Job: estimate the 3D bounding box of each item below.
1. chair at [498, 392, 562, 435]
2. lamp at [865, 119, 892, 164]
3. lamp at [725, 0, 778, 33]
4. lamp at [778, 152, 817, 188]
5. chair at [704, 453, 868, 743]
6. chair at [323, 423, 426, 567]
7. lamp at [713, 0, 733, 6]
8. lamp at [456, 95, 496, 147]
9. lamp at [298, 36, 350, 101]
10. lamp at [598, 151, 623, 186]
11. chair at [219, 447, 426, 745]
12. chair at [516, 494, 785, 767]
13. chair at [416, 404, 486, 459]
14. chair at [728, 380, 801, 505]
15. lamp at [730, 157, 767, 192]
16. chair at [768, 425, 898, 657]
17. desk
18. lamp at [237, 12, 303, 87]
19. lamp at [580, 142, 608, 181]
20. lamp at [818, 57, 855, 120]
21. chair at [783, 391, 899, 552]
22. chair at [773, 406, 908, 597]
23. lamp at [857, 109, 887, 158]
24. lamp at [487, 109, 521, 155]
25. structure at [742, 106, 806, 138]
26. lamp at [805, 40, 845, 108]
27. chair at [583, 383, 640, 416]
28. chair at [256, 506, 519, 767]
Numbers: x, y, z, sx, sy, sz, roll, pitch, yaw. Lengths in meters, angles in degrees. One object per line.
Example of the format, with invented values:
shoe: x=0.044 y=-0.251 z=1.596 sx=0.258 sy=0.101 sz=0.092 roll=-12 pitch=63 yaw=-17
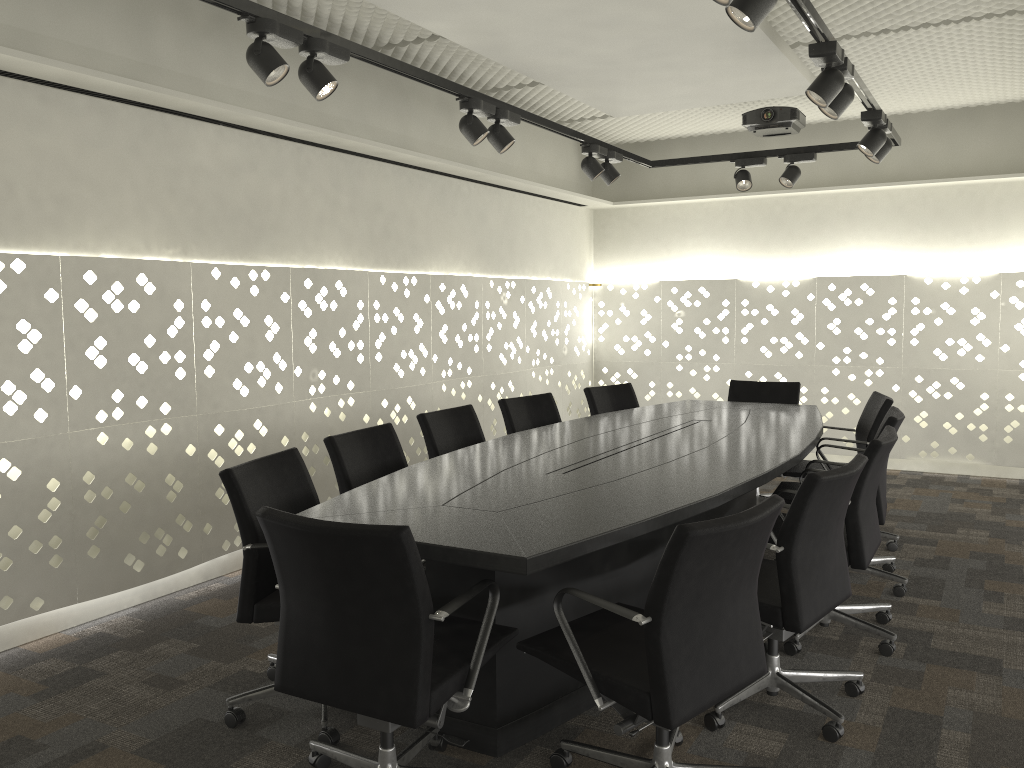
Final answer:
chair: x=0.244 y=0.444 z=4.459 sx=0.579 sy=0.757 sz=0.559 roll=4 pitch=7 yaw=44
lamp: x=1.742 y=-1.165 z=4.230 sx=0.126 sy=0.224 sz=0.213 roll=3 pitch=6 yaw=32
lamp: x=0.576 y=-0.977 z=2.154 sx=0.126 sy=0.224 sz=0.213 roll=3 pitch=6 yaw=32
lamp: x=1.635 y=-1.238 z=5.084 sx=0.214 sy=0.224 sz=0.118 roll=1 pitch=5 yaw=18
chair: x=0.763 y=0.592 z=2.672 sx=0.579 sy=0.757 sz=0.559 roll=4 pitch=7 yaw=44
chair: x=-0.374 y=0.550 z=3.290 sx=0.579 sy=0.757 sz=0.559 roll=2 pitch=6 yaw=29
lamp: x=0.467 y=-0.959 z=1.959 sx=0.126 sy=0.224 sz=0.213 roll=3 pitch=6 yaw=32
lamp: x=-0.146 y=-1.103 z=3.706 sx=0.126 sy=0.224 sz=0.213 roll=3 pitch=6 yaw=32
lamp: x=-0.613 y=-1.028 z=2.873 sx=0.126 sy=0.224 sz=0.213 roll=3 pitch=6 yaw=32
lamp: x=0.552 y=-1.216 z=4.949 sx=0.126 sy=0.224 sz=0.213 roll=3 pitch=6 yaw=32
chair: x=-0.559 y=0.602 z=2.706 sx=0.579 sy=0.757 sz=0.559 roll=1 pitch=5 yaw=19
chair: x=0.336 y=0.643 z=2.129 sx=0.559 sy=0.757 sz=0.579 roll=-5 pitch=6 yaw=-41
chair: x=-0.107 y=0.493 z=3.929 sx=0.579 sy=0.757 sz=0.559 roll=3 pitch=6 yaw=34
chair: x=1.428 y=0.374 z=5.148 sx=0.559 sy=0.757 sz=0.579 roll=3 pitch=6 yaw=34
lamp: x=1.382 y=-1.246 z=5.215 sx=0.213 sy=0.224 sz=0.126 roll=3 pitch=6 yaw=32
chair: x=1.124 y=0.540 z=3.241 sx=0.579 sy=0.757 sz=0.559 roll=3 pitch=6 yaw=34
desk: x=0.537 y=0.565 z=3.615 sx=1.223 sy=0.658 sz=3.364 roll=2 pitch=6 yaw=29
lamp: x=-0.723 y=-1.010 z=2.679 sx=0.126 sy=0.224 sz=0.213 roll=3 pitch=6 yaw=32
lamp: x=0.443 y=-1.198 z=4.755 sx=0.126 sy=0.224 sz=0.213 roll=3 pitch=6 yaw=32
lamp: x=1.166 y=-1.072 z=3.203 sx=0.126 sy=0.224 sz=0.213 roll=3 pitch=6 yaw=32
chair: x=1.645 y=0.429 z=4.485 sx=0.579 sy=0.757 sz=0.559 roll=1 pitch=5 yaw=19
chair: x=1.417 y=0.486 z=3.841 sx=0.579 sy=0.757 sz=0.559 roll=2 pitch=6 yaw=29
lamp: x=1.633 y=-1.148 z=4.035 sx=0.126 sy=0.224 sz=0.213 roll=3 pitch=6 yaw=32
lamp: x=-0.037 y=-1.121 z=3.900 sx=0.126 sy=0.224 sz=0.213 roll=3 pitch=6 yaw=32
structure: x=1.607 y=-1.606 z=5.431 sx=0.327 sy=0.144 sz=0.371 roll=2 pitch=6 yaw=29
lamp: x=1.057 y=-1.055 z=3.009 sx=0.126 sy=0.224 sz=0.213 roll=3 pitch=6 yaw=32
chair: x=0.717 y=0.392 z=5.022 sx=0.559 sy=0.757 sz=0.579 roll=-5 pitch=6 yaw=-41
chair: x=-0.306 y=0.647 z=2.150 sx=0.559 sy=0.757 sz=0.579 roll=3 pitch=6 yaw=34
